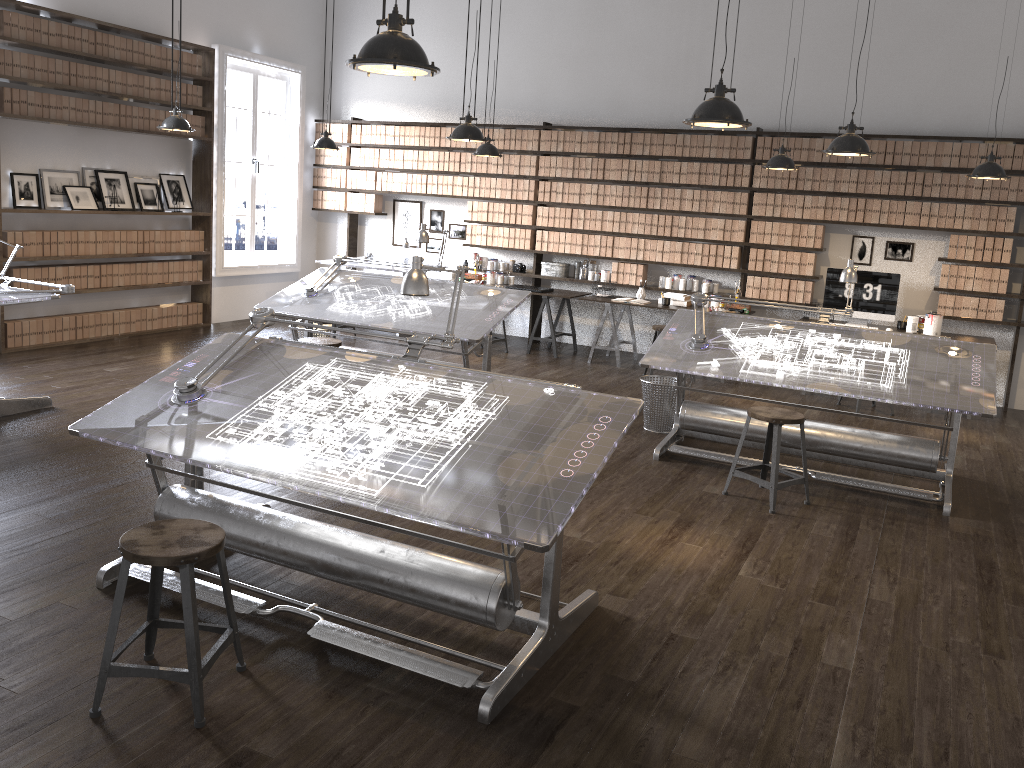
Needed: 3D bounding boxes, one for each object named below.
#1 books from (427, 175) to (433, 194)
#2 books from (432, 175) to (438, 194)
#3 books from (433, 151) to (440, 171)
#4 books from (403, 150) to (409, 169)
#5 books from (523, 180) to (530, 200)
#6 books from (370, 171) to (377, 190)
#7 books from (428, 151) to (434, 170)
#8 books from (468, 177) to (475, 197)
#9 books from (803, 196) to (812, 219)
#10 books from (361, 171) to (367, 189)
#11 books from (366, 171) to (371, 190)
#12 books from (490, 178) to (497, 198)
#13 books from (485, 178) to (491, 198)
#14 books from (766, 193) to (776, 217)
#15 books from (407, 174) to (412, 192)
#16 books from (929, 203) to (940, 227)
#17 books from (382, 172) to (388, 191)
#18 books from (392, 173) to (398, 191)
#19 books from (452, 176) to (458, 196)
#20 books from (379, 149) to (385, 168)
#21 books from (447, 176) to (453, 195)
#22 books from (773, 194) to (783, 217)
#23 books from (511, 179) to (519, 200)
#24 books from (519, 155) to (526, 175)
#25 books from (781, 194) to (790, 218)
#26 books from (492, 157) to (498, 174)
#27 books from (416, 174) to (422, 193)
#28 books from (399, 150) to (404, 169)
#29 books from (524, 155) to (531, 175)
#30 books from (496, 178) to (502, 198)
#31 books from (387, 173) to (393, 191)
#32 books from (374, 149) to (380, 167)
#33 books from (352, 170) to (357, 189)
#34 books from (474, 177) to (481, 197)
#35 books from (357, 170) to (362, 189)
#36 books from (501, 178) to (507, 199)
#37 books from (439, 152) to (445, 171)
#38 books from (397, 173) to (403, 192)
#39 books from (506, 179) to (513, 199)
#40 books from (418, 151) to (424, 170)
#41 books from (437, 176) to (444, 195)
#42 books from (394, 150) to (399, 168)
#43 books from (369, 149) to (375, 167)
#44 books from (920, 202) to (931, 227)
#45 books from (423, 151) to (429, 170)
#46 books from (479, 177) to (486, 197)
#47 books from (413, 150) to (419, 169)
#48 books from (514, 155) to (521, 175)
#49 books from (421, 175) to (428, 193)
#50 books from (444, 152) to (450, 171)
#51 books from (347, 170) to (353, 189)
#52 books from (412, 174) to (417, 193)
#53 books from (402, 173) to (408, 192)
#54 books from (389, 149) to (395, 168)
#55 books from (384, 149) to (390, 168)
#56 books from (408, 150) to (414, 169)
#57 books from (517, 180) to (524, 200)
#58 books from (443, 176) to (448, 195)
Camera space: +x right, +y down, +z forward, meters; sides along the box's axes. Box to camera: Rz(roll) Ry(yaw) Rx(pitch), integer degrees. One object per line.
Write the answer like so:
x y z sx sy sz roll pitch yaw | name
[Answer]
-0.931 -2.362 10.513 0.067 0.224 0.175 8 11 25 | books
-0.869 -2.351 10.479 0.067 0.224 0.175 8 11 25 | books
-0.850 -2.619 10.433 0.067 0.224 0.175 8 11 25 | books
-1.222 -2.682 10.615 0.067 0.224 0.175 8 11 25 | books
0.192 -2.183 9.976 0.067 0.224 0.175 8 11 25 | books
-1.654 -2.487 10.847 0.067 0.224 0.175 8 11 25 | books
-0.913 -2.631 10.467 0.067 0.224 0.175 8 11 25 | books
-0.431 -2.285 10.268 0.067 0.224 0.175 8 11 25 | books
2.912 -1.732 8.691 0.067 0.224 0.175 8 11 25 | books
-1.775 -2.509 10.910 0.067 0.224 0.175 8 11 25 | books
-1.709 -2.498 10.878 0.067 0.224 0.175 8 11 25 | books
-0.177 -2.244 10.150 0.067 0.224 0.175 8 11 25 | books
-0.238 -2.255 10.183 0.067 0.224 0.175 8 11 25 | books
2.593 -1.784 8.838 0.067 0.224 0.175 8 11 25 | books
-1.183 -2.403 10.625 0.067 0.224 0.175 8 11 25 | books
3.916 -1.566 8.216 0.067 0.224 0.175 8 11 25 | books
-1.500 -2.455 10.777 0.067 0.224 0.175 8 11 25 | books
-1.372 -2.436 10.723 0.067 0.224 0.175 8 11 25 | books
-0.620 -2.311 10.364 0.067 0.224 0.175 8 11 25 | books
-1.533 -2.734 10.764 0.067 0.224 0.175 8 11 25 | books
-0.682 -2.320 10.389 0.067 0.224 0.175 8 11 25 | books
2.659 -1.774 8.811 0.067 0.224 0.175 8 11 25 | books
0.067 -2.204 10.040 0.067 0.224 0.175 8 11 25 | books
0.156 -2.454 9.963 0.067 0.224 0.175 8 11 25 | books
2.723 -1.764 8.784 0.067 0.224 0.175 8 11 25 | books
-0.157 -2.505 10.110 0.067 0.224 0.175 8 11 25 | books
-1.065 -2.385 10.577 0.067 0.224 0.175 8 11 25 | books
-1.284 -2.691 10.639 0.067 0.224 0.175 8 11 25 | books
0.212 -2.444 9.935 0.067 0.224 0.175 8 11 25 | books
-0.111 -2.233 10.121 0.067 0.224 0.175 8 11 25 | books
-1.436 -2.446 10.751 0.067 0.224 0.175 8 11 25 | books
-1.602 -2.744 10.791 0.067 0.224 0.175 8 11 25 | books
-1.901 -2.529 10.968 0.067 0.224 0.175 8 11 25 | books
-0.364 -2.275 10.241 0.067 0.224 0.175 8 11 25 | books
-1.837 -2.519 10.942 0.067 0.224 0.175 8 11 25 | books
-0.054 -2.224 10.096 0.067 0.224 0.175 8 11 25 | books
-0.785 -2.609 10.403 0.067 0.224 0.175 8 11 25 | books
-1.311 -2.425 10.690 0.067 0.224 0.175 8 11 25 | books
0.004 -2.213 10.063 0.067 0.224 0.175 8 11 25 | books
-1.038 -2.652 10.528 0.067 0.224 0.175 8 11 25 | books
-0.804 -2.341 10.453 0.067 0.224 0.175 8 11 25 | books
-1.342 -2.702 10.673 0.067 0.224 0.175 8 11 25 | books
-1.666 -2.756 10.827 0.067 0.224 0.175 8 11 25 | books
3.850 -1.576 8.244 0.067 0.224 0.175 8 11 25 | books
-0.974 -2.642 10.500 0.067 0.224 0.175 8 11 25 | books
-0.300 -2.265 10.215 0.067 0.224 0.175 8 11 25 | books
-1.102 -2.661 10.554 0.067 0.224 0.175 8 11 25 | books
0.094 -2.463 9.987 0.067 0.224 0.175 8 11 25 | books
-1.001 -2.373 10.540 0.067 0.224 0.175 8 11 25 | books
-0.726 -2.600 10.380 0.067 0.224 0.175 8 11 25 | books
-1.968 -2.539 10.996 0.067 0.224 0.175 8 11 25 | books
-1.124 -2.394 10.602 0.067 0.224 0.175 8 11 25 | books
-1.248 -2.413 10.656 0.067 0.224 0.175 8 11 25 | books
-1.406 -2.713 10.703 0.067 0.224 0.175 8 11 25 | books
-1.471 -2.723 10.729 0.067 0.224 0.175 8 11 25 | books
-1.166 -2.672 10.587 0.067 0.224 0.175 8 11 25 | books
0.131 -2.194 10.010 0.067 0.224 0.175 8 11 25 | books
-0.740 -2.331 10.423 0.067 0.224 0.175 8 11 25 | books
